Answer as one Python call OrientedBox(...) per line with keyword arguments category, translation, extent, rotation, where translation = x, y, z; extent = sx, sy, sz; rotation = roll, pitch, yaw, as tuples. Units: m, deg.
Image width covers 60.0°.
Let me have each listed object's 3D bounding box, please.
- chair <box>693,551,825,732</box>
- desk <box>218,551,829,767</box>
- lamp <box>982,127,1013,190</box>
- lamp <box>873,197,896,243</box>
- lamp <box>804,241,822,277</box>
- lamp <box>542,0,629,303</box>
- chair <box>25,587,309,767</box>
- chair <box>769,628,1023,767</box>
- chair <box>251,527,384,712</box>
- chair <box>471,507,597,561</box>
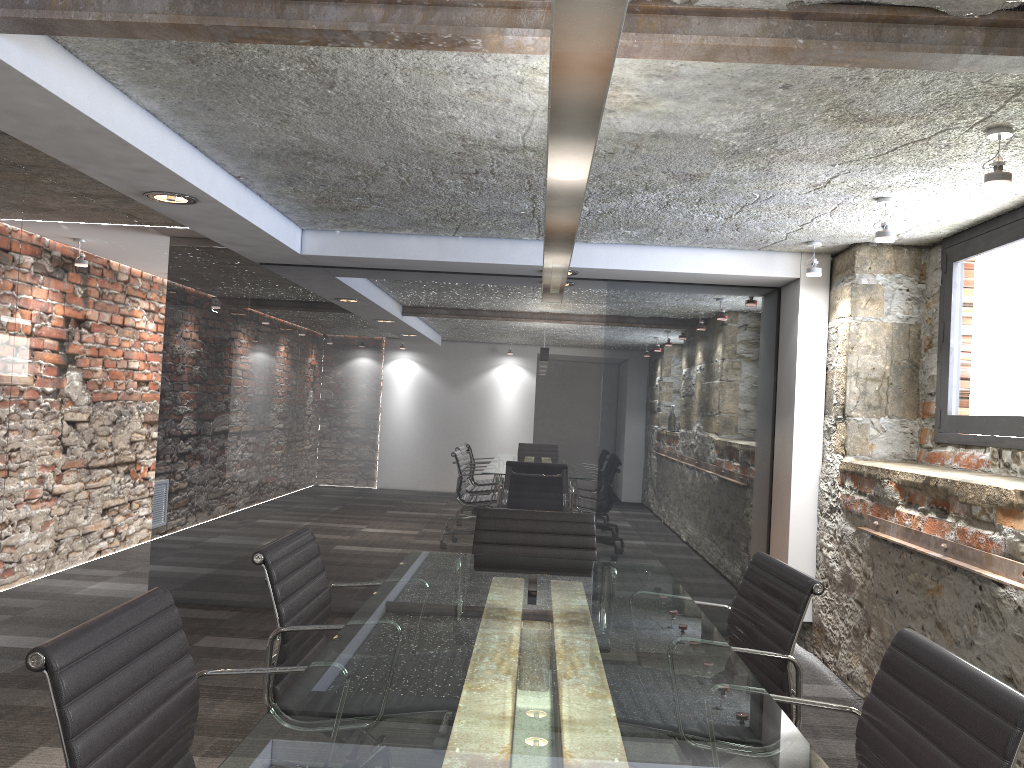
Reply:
OrientedBox(category="chair", translation=(0.486, 0.917, 2.501), extent=(0.667, 0.837, 0.693), rotation=(3, -2, -11))
OrientedBox(category="desk", translation=(0.027, 0.932, 1.591), extent=(0.909, 0.711, 3.154), rotation=(3, -2, 2))
OrientedBox(category="lamp", translation=(1.469, -0.679, 2.678), extent=(0.077, 0.165, 0.098), rotation=(2, -2, 35))
OrientedBox(category="lamp", translation=(1.494, -0.654, 3.550), extent=(0.077, 0.165, 0.098), rotation=(2, -2, 35))
OrientedBox(category="lamp", translation=(1.522, -0.628, 4.470), extent=(0.077, 0.165, 0.098), rotation=(2, -2, 35))
OrientedBox(category="lamp", translation=(0.110, -0.600, 1.633), extent=(0.073, 0.524, 3.159), rotation=(3, -2, 2))
OrientedBox(category="chair", translation=(-0.474, 0.842, 1.580), extent=(0.667, 0.837, 0.693), rotation=(3, -2, -8))
OrientedBox(category="chair", translation=(0.503, 0.892, 1.565), extent=(0.667, 0.837, 0.693), rotation=(3, -2, -8))
OrientedBox(category="chair", translation=(-0.399, 0.871, 2.518), extent=(0.667, 0.837, 0.693), rotation=(3, -2, -7))
OrientedBox(category="chair", translation=(0.072, 0.916, 3.261), extent=(0.693, 0.837, 0.667), rotation=(3, -2, -8))
